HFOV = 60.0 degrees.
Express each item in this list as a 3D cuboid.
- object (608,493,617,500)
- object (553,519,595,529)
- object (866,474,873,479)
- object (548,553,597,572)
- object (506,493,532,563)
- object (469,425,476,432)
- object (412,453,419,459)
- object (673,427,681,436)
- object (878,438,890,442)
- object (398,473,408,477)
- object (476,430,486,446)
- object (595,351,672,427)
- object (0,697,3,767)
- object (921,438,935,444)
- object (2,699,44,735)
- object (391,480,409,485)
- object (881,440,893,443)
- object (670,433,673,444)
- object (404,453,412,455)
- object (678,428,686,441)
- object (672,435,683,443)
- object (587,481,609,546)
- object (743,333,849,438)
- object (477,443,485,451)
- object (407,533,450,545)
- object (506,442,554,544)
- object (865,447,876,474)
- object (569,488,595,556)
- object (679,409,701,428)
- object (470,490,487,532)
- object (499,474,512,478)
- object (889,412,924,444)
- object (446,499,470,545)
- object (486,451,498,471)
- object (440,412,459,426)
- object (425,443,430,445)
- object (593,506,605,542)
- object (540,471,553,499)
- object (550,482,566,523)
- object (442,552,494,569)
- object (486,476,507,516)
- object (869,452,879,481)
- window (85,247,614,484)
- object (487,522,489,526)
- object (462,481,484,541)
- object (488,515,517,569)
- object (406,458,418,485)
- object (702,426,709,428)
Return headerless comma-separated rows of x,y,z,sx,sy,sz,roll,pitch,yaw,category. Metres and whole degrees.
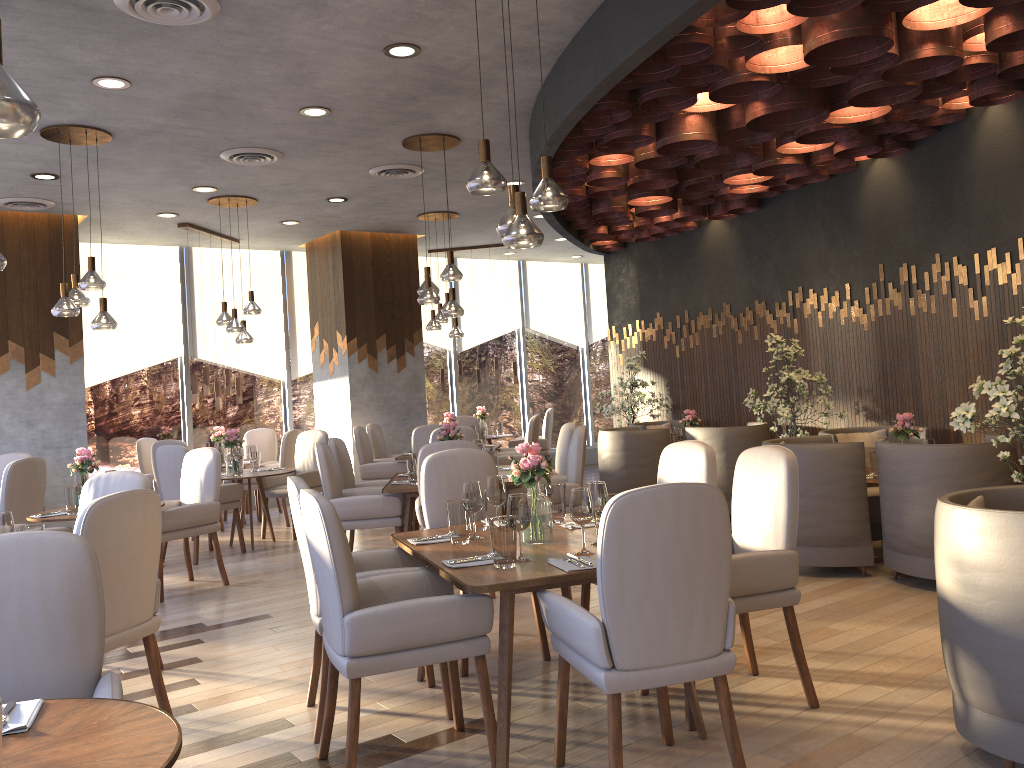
0.404,0.540,3.596,0.102,0.178,0.102,-3,-2,-3,object
0.308,0.627,3.997,0.255,0.019,0.157,-4,0,-19,object
2.325,0.611,5.866,0.255,0.019,0.157,-4,0,3,object
0.224,0.630,3.160,0.157,0.019,0.255,-4,0,-18,object
0.028,0.530,3.268,0.092,0.245,0.092,-5,-2,44,object
-0.436,0.577,9.781,0.092,0.245,0.092,-2,-2,-40,object
-0.712,0.618,6.785,0.102,0.178,0.102,-4,-2,13,object
1.650,0.548,8.792,0.092,0.245,0.092,-5,-2,31,object
2.514,0.487,5.976,0.092,0.245,0.092,-2,-2,-42,object
-0.765,0.702,6.938,0.255,0.019,0.157,-4,0,-3,object
-0.338,0.603,9.834,0.102,0.178,0.102,-5,-2,34,object
1.331,0.446,9.874,0.747,1.618,0.787,-3,-2,-30,object
-0.891,0.619,1.454,0.102,0.178,0.102,-5,-2,35,object
2.686,0.475,5.705,0.092,0.245,0.092,-4,-2,27,object
-1.095,0.712,1.873,0.157,0.019,0.255,-3,0,-19,object
-0.738,0.699,6.366,0.255,0.019,0.157,-4,0,-3,object
2.450,0.490,5.770,0.092,0.245,0.092,-4,-2,23,object
1.564,0.587,8.856,0.102,0.178,0.102,-3,-2,-11,object
-1.001,0.723,9.239,0.255,0.019,0.157,-4,0,6,object
1.655,0.547,8.579,0.092,0.245,0.092,-4,-2,28,object
1.589,0.584,8.493,0.102,0.178,0.102,-4,-2,12,object
0.341,0.511,3.507,0.092,0.245,0.092,-4,-2,23,object
2.314,0.378,7.225,0.788,1.618,0.745,-3,-2,-10,object
-0.234,0.555,6.422,0.092,0.245,0.092,-2,-2,-44,object
-0.319,0.666,3.842,0.255,0.019,0.157,-4,0,-20,object
0.083,0.446,3.664,0.210,0.416,0.197,-3,-2,-24,object
2.452,0.524,6.063,0.102,0.178,0.102,-3,-2,-33,object
0.264,0.516,3.323,0.092,0.245,0.092,-3,-2,-15,object
1.762,0.455,8.703,0.210,0.416,0.198,-5,-2,31,object
-0.159,0.577,4.030,0.102,0.178,0.102,-3,-2,-16,object
-0.087,0.658,6.330,0.255,0.019,0.157,-4,0,-2,object
2.598,0.395,5.844,0.198,0.416,0.210,-3,-2,-24,object
-0.222,0.580,3.713,0.102,0.178,0.102,-3,-2,-14,object
-0.147,0.583,6.490,0.102,0.178,0.102,-4,-2,14,object
-0.657,0.507,9.476,0.210,0.416,0.198,-5,-2,31,object
-0.630,0.581,6.856,0.092,0.245,0.092,-4,-2,16,object
0.355,0.543,3.258,0.102,0.178,0.102,-2,-2,-42,object
0.142,0.525,4.044,0.092,0.245,0.092,-3,-2,-16,object
0.205,0.554,4.133,0.102,0.178,0.102,-4,-2,27,object
-0.126,0.653,3.304,0.255,0.019,0.157,-4,0,-20,object
-0.067,0.538,3.976,0.092,0.245,0.092,-3,-2,-20,object
2.362,0.528,5.708,0.102,0.178,0.102,-5,-2,39,object
-3.002,-0.331,7.654,8.057,3.202,16.115,-4,0,9,window
-0.026,0.649,4.134,0.157,0.019,0.254,-3,0,-22,object
-0.165,0.544,3.806,0.092,0.245,0.092,-4,-2,-1,object
-0.029,0.566,3.175,0.102,0.178,0.102,-3,-2,-14,object
-0.685,0.615,6.213,0.102,0.178,0.102,-4,-2,13,object
1.880,0.533,8.581,0.092,0.245,0.092,-4,-2,4,object
